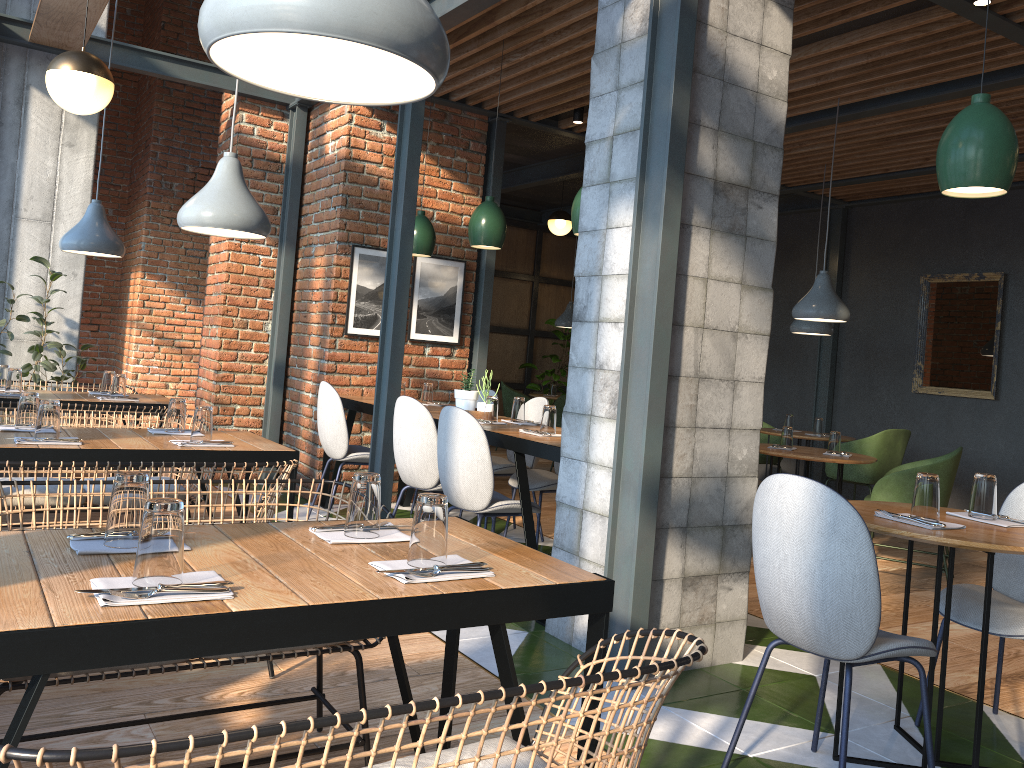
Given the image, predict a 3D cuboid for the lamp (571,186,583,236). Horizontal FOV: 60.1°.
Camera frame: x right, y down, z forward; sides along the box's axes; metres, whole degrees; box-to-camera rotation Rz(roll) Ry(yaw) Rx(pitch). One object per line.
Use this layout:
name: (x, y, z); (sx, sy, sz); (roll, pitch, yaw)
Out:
lamp: (0.474, -1.728, 4.321); (0.223, 2.023, 0.224); (5, -1, -29)

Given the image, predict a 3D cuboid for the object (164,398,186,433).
object: (-1.375, 0.128, 3.627); (0.080, 0.138, 0.080); (5, 0, 33)

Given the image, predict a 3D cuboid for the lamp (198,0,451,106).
lamp: (-0.082, -2.684, 1.306); (0.352, 4.493, 0.353); (5, -1, -16)

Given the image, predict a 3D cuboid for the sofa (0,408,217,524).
sofa: (-1.854, 0.499, 3.805); (1.090, 0.733, 0.471); (4, 0, -33)

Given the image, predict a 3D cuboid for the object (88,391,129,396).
object: (-2.390, 0.055, 5.279); (0.242, 0.019, 0.158); (4, 2, -32)

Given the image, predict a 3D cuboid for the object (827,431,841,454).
object: (2.017, 0.365, 5.536); (0.080, 0.138, 0.080); (5, 0, 40)

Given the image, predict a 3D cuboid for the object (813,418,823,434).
object: (2.532, 0.349, 7.315); (0.080, 0.138, 0.080); (5, 0, 19)

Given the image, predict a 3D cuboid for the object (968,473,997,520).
object: (1.481, 0.351, 2.780); (0.080, 0.138, 0.080); (5, 0, 26)

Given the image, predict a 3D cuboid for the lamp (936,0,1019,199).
lamp: (1.492, -1.591, 2.716); (0.223, 2.023, 0.224); (5, -1, -29)

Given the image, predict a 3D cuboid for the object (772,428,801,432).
object: (2.362, 0.392, 7.577); (0.242, 0.019, 0.158); (4, 2, -33)

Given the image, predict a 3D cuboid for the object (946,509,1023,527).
object: (1.506, 0.420, 2.771); (0.157, 0.019, 0.243); (4, 2, -27)

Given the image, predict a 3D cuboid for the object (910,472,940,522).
object: (1.233, 0.335, 2.635); (0.080, 0.138, 0.080); (5, 0, 36)

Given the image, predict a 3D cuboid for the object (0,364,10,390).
object: (-2.851, -0.039, 4.955); (0.080, 0.138, 0.080); (5, 0, 31)

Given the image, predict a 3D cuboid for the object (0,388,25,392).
object: (-2.851, 0.027, 4.985); (0.242, 0.019, 0.158); (4, 2, -32)

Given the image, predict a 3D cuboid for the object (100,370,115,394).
object: (-2.390, -0.010, 5.249); (0.080, 0.138, 0.080); (5, 0, 31)

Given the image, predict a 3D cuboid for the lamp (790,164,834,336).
lamp: (2.701, -2.657, 7.478); (0.353, 4.493, 0.352); (5, -1, 3)

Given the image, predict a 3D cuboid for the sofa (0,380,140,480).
sofa: (-2.886, 0.359, 5.431); (1.090, 0.733, 0.471); (4, 0, -33)

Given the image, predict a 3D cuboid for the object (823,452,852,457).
object: (2.027, 0.433, 5.514); (0.158, 0.019, 0.242); (6, 2, 27)

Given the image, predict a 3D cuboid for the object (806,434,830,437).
object: (2.530, 0.416, 7.287); (0.242, 0.019, 0.158); (4, 2, -33)

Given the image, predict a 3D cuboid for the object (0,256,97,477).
object: (-3.216, -0.064, 5.700); (0.859, 1.498, 0.898); (5, 0, -14)

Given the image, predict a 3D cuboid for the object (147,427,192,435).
object: (-1.374, 0.193, 3.656); (0.242, 0.019, 0.158); (4, 2, -30)

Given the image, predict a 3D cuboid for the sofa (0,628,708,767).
sofa: (-0.229, 0.718, 1.244); (1.090, 0.733, 0.471); (4, 0, -33)

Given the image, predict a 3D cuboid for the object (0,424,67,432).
object: (-1.824, 0.165, 3.371); (0.242, 0.019, 0.158); (4, 2, -33)

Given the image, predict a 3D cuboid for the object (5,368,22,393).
object: (-2.661, -0.016, 4.735); (0.080, 0.138, 0.080); (5, 0, -1)

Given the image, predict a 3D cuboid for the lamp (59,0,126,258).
lamp: (-2.251, -2.992, 5.175); (0.353, 4.493, 0.352); (5, -1, 3)

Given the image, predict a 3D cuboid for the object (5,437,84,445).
object: (-1.623, 0.192, 3.075); (0.242, 0.019, 0.158); (4, 2, -30)

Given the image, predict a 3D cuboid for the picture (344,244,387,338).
picture: (-0.952, -0.641, 6.243); (0.429, 0.631, 0.015); (5, -1, -32)

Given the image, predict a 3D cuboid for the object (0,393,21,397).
object: (-2.660, 0.052, 4.710); (0.242, 0.019, 0.158); (3, 2, -34)

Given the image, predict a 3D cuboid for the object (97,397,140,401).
object: (-2.229, 0.078, 4.985); (0.242, 0.019, 0.158); (4, 2, -32)

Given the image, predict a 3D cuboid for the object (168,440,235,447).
object: (-1.183, 0.219, 3.354); (0.242, 0.019, 0.158); (3, 2, -34)

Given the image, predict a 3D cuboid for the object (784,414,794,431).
object: (2.363, 0.327, 7.547); (0.080, 0.138, 0.080); (5, 0, 19)

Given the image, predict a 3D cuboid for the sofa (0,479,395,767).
sofa: (-0.833, 0.637, 2.196); (1.090, 0.733, 0.471); (4, 0, -33)

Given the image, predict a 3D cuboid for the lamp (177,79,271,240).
lamp: (-0.941, -2.828, 3.498); (0.353, 4.493, 0.352); (4, -1, 19)

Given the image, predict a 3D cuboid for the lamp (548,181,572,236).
lamp: (0.660, -3.469, 9.451); (0.269, 3.797, 0.267); (4, -1, 37)

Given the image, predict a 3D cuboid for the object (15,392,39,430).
object: (-1.824, 0.100, 3.341); (0.080, 0.138, 0.080); (5, 0, -30)

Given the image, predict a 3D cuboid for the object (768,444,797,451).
object: (1.738, 0.403, 5.681); (0.158, 0.019, 0.242); (6, 2, 27)

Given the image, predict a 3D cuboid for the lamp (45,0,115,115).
lamp: (-1.724, -3.060, 3.865); (0.268, 3.797, 0.268); (4, -1, 26)

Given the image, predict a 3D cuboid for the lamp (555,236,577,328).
lamp: (0.873, -2.915, 10.701); (0.353, 4.493, 0.352); (5, -1, 3)

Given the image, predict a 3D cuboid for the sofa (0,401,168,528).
sofa: (-2.281, 0.441, 4.478); (1.090, 0.733, 0.471); (4, 0, -33)

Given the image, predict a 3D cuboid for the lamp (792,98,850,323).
lamp: (2.146, -2.643, 5.668); (0.353, 4.493, 0.352); (5, -1, 3)

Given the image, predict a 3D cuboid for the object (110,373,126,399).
object: (-2.225, 0.011, 5.012); (0.080, 0.138, 0.080); (5, 0, 31)

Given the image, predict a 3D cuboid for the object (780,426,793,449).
object: (1.755, 0.339, 5.653); (0.080, 0.138, 0.080); (5, 0, 40)

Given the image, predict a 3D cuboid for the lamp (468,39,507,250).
lamp: (-0.068, -1.802, 5.175); (0.223, 2.023, 0.224); (5, -1, -29)

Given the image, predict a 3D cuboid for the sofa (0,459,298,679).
sofa: (-1.249, 0.580, 2.853); (1.090, 0.733, 0.471); (4, 0, -33)

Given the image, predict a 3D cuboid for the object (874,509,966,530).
object: (1.201, 0.399, 2.634); (0.157, 0.019, 0.243); (4, 2, -27)

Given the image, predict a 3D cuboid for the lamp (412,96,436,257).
lamp: (-0.546, -1.866, 5.927); (0.223, 2.023, 0.224); (5, -1, -29)

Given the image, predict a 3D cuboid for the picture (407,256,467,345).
picture: (-0.548, -0.616, 6.501); (0.429, 0.631, 0.015); (5, -1, -32)
